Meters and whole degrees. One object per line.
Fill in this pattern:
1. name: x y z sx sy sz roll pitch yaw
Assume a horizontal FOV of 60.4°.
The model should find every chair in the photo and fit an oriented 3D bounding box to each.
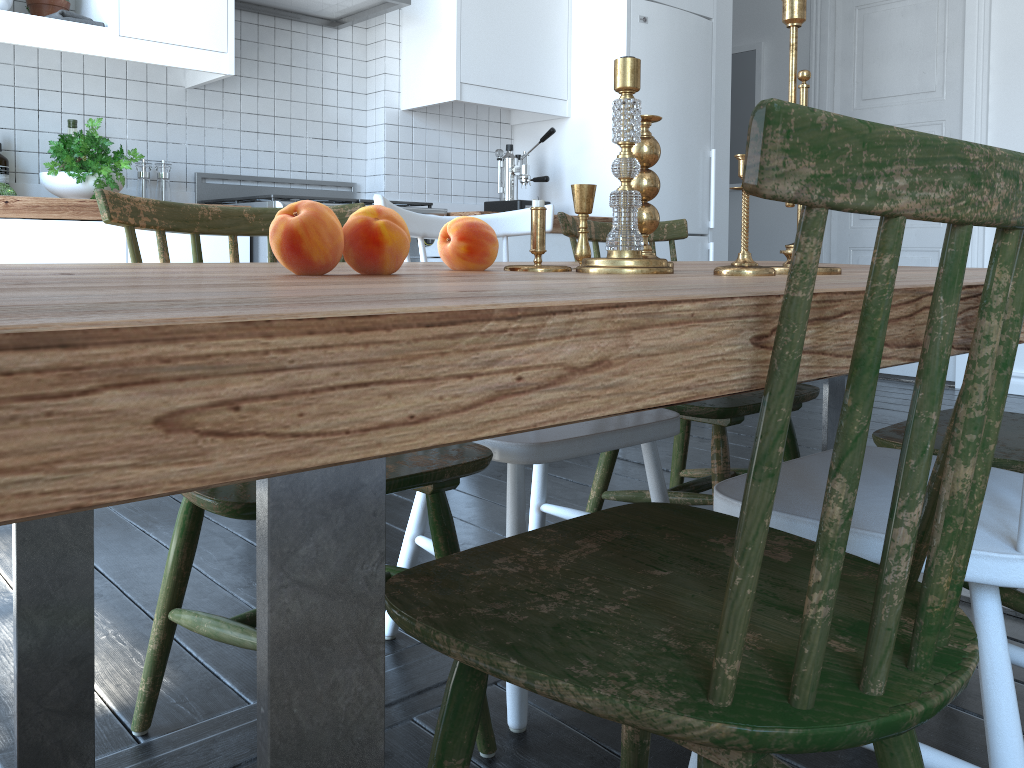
1. chair: 0.888 0.120 1.432 0.469 0.823 0.488 -3 5 -43
2. chair: 0.175 0.215 0.770 0.469 0.823 0.488 -3 5 -43
3. chair: 0.394 0.030 1.989 0.469 0.823 0.488 -3 5 -43
4. chair: 0.016 0.066 1.674 0.467 0.838 0.512 -3 5 -42
5. chair: -0.319 0.124 1.327 0.469 0.823 0.488 -3 5 -43
6. chair: 0.553 0.162 1.084 0.467 0.838 0.512 -3 5 -42

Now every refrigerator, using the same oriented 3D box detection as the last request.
1. refrigerator: 0.508 -0.786 4.125 0.577 1.792 0.684 -2 4 -42

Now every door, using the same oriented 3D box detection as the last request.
1. door: 2.231 -1.262 5.146 0.116 2.462 1.046 -1 3 -42

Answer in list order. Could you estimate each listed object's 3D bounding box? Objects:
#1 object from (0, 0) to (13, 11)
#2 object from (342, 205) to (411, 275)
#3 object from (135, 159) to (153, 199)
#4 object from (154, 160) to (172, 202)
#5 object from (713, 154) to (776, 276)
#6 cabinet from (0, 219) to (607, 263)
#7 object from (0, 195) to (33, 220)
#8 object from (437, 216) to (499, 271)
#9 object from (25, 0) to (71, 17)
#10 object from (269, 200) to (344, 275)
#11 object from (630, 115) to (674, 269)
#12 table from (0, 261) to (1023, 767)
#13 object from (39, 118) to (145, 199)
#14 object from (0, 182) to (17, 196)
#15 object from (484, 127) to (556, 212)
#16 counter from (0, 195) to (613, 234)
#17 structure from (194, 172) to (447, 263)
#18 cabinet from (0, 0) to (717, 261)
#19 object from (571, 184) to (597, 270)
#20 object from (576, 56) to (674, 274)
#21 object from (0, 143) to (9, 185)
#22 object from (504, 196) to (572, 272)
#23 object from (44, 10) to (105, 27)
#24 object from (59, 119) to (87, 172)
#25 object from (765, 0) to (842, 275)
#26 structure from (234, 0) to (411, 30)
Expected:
1. object: -1.609 -1.212 2.665 0.150 0.215 0.311 -3 8 -44
2. object: -0.165 -0.173 1.065 0.083 0.087 0.092 -1 6 -15
3. object: -1.321 -0.721 3.160 0.059 0.172 0.059 -1 3 -28
4. object: -1.261 -0.724 3.186 0.059 0.172 0.059 -1 3 -28
5. object: 0.310 -0.224 1.170 0.080 0.159 0.080 1 3 5
6. cabinet: -1.007 -0.142 3.047 3.191 0.810 0.734 -5 7 -33
7. object: -1.634 -0.495 2.579 0.373 0.110 0.356 -7 11 -41
8. object: -0.063 -0.203 1.284 0.089 0.083 0.085 -3 6 -29
9. object: -1.518 -1.320 2.897 0.165 0.364 0.172 0 3 -5
10. object: -0.238 -0.169 1.024 0.084 0.089 0.088 5 7 38
11. object: 0.210 -0.304 1.413 0.101 0.246 0.101 0 3 -18
12. table: 0.214 0.186 1.307 2.236 0.711 1.024 -7 10 -41
13. object: -1.340 -0.708 2.773 0.339 0.267 0.273 5 7 38
14. object: -1.611 -0.573 2.508 0.284 0.305 0.473 3 7 21
15. object: 0.058 -0.897 3.769 0.206 0.368 0.355 -3 6 -42
16. counter: -0.969 -0.566 2.984 3.111 0.073 0.852 -7 12 -41
17. structure: -0.708 -0.283 3.315 0.702 1.014 0.725 -3 6 -42
18. cabinet: -0.742 -0.943 3.211 3.802 2.358 0.783 -5 5 -38
19. object: 0.115 -0.252 1.422 0.049 0.138 0.049 -2 4 -42
20. object: 0.164 -0.313 1.267 0.140 0.309 0.141 1 3 1
21. object: -1.671 -0.701 2.840 0.085 0.229 0.086 1 3 13
22. object: 0.039 -0.224 1.320 0.102 0.113 0.103 4 6 34
23. object: -1.438 -1.142 2.796 0.278 0.042 0.247 8 11 40
24. object: -1.476 -0.746 2.958 0.066 0.281 0.066 3 3 43
25. object: 0.420 -0.362 1.273 0.114 0.408 0.114 1 3 10
26. structure: -0.787 -2.084 3.293 0.635 1.298 0.531 -2 4 -42
